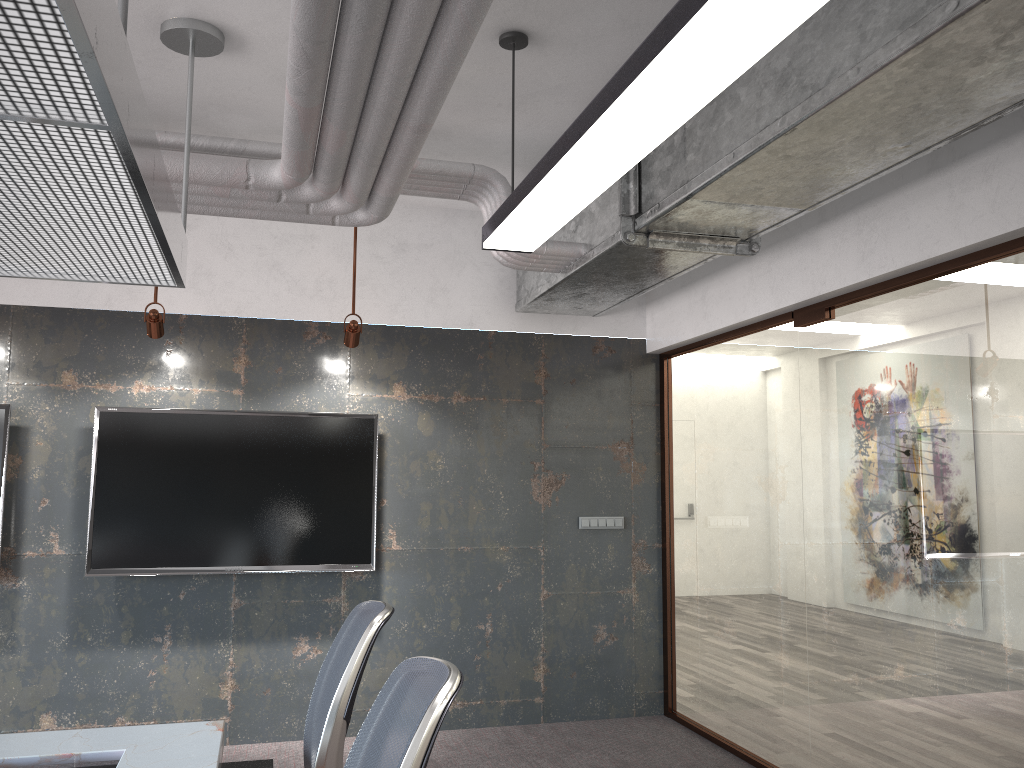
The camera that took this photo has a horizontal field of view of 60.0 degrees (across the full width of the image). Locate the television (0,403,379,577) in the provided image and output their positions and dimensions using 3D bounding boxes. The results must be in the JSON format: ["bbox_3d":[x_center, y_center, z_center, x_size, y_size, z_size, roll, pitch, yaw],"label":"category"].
[{"bbox_3d":[-2.606,0.599,4.998,3.667,0.960,0.101,2,-7,-16],"label":"television"}]

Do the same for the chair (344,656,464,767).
[{"bbox_3d":[-0.488,1.131,1.610,0.789,1.166,0.828,-5,-8,38],"label":"chair"}]

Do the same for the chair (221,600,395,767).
[{"bbox_3d":[-0.744,1.232,2.517,0.789,1.166,0.828,-5,-8,38],"label":"chair"}]

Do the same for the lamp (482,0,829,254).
[{"bbox_3d":[-1.070,-1.368,0.199,4.126,0.908,6.097,2,-7,-16],"label":"lamp"}]
